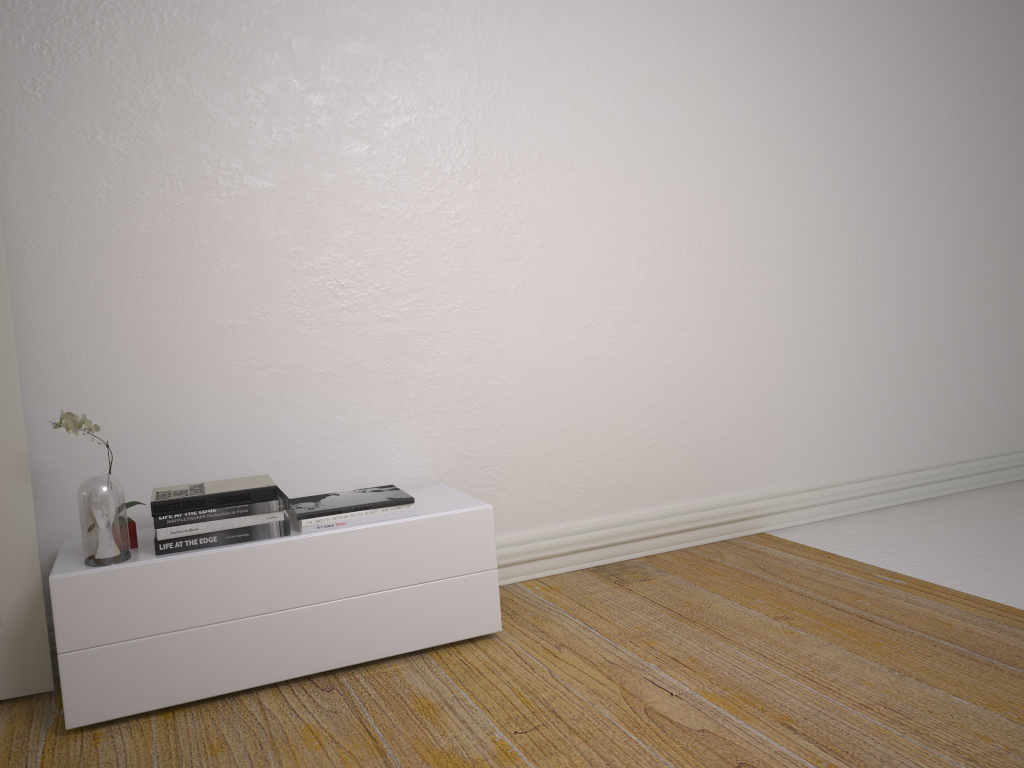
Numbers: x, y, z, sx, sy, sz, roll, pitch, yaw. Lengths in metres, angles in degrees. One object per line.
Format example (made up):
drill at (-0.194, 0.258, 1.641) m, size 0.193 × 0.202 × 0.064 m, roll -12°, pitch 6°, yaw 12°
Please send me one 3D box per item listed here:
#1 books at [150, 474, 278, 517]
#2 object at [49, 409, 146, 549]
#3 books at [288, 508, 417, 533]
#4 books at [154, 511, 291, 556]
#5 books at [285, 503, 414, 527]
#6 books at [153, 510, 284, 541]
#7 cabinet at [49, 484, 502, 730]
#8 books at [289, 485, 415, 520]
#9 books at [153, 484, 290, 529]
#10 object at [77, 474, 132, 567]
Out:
books at (-0.853, 0.315, 2.539) m, size 0.330 × 0.038 × 0.255 m, roll -6°, pitch 4°, yaw -21°
object at (-1.140, 0.263, 2.435) m, size 0.089 × 0.412 × 0.246 m, roll -1°, pitch 5°, yaw 35°
books at (-0.490, 0.394, 2.701) m, size 0.348 × 0.019 × 0.250 m, roll -6°, pitch 5°, yaw -23°
books at (-0.835, 0.416, 2.553) m, size 0.356 × 0.044 × 0.256 m, roll -6°, pitch 4°, yaw -21°
books at (-0.497, 0.376, 2.699) m, size 0.342 × 0.019 × 0.250 m, roll -6°, pitch 5°, yaw -25°
books at (-0.845, 0.381, 2.537) m, size 0.333 × 0.031 × 0.255 m, roll -6°, pitch 5°, yaw -25°
cabinet at (-0.685, 0.619, 2.696) m, size 1.218 × 0.400 × 0.453 m, roll -6°, pitch 5°, yaw -24°
books at (-0.499, 0.358, 2.707) m, size 0.346 × 0.016 × 0.270 m, roll -6°, pitch 5°, yaw -22°
books at (-0.841, 0.348, 2.550) m, size 0.356 × 0.031 × 0.283 m, roll -6°, pitch 5°, yaw -23°
object at (-1.080, 0.354, 2.344) m, size 0.113 × 0.234 × 0.115 m, roll -3°, pitch 4°, yaw 10°
